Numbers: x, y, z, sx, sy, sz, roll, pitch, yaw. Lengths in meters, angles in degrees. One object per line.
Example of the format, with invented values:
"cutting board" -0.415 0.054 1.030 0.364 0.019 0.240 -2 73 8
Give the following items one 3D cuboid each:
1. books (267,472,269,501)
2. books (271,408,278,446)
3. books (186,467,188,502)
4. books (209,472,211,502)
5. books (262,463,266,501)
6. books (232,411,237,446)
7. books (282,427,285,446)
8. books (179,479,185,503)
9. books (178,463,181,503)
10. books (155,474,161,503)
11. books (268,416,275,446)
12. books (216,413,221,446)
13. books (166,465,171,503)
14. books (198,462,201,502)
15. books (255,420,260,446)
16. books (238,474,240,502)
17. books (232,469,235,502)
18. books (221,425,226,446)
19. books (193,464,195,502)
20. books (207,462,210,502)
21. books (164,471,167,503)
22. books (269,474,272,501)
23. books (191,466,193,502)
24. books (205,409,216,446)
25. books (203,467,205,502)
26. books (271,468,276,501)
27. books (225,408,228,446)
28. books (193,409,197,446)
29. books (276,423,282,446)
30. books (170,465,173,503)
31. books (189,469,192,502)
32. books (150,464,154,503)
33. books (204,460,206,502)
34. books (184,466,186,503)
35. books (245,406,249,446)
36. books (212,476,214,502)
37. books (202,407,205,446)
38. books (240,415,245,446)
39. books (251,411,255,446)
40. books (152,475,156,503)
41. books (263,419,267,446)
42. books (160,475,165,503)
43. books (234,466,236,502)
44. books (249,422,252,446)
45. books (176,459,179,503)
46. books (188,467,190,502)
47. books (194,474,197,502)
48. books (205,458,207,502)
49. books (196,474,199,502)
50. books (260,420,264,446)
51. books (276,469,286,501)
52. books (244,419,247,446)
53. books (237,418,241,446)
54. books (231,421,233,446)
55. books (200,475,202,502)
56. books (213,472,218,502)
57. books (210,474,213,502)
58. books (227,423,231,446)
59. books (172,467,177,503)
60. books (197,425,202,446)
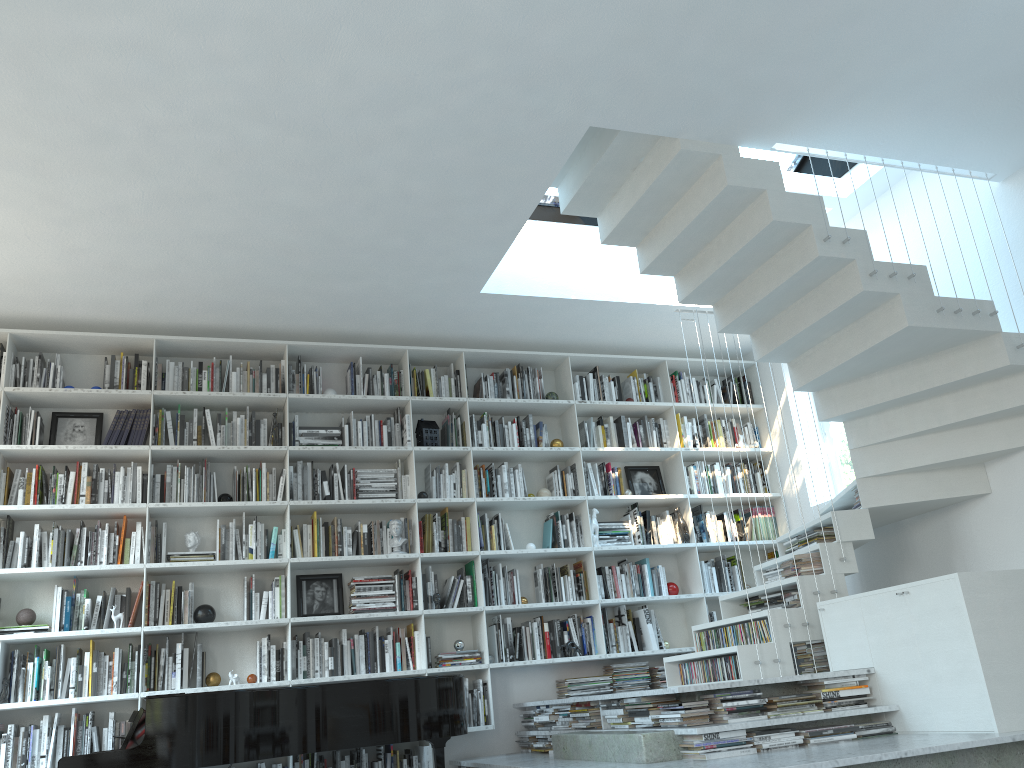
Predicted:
"books" -1.626 0.715 5.883 0.011 0.228 0.166 1 -21 -20
"books" -1.622 0.335 6.019 0.058 0.301 0.175 1 -21 -20
"books" -2.088 0.682 5.697 0.012 0.250 0.184 1 -21 -20
"books" -1.969 0.707 5.776 0.009 0.236 0.135 1 -21 -20
"books" -1.650 0.685 5.874 0.022 0.283 0.190 1 -21 -20
"books" -1.863 0.341 5.946 0.026 0.285 0.138 1 -21 -20
"books" -1.565 0.399 6.051 0.019 0.193 0.098 1 -21 -20
"books" -2.119 0.720 5.697 0.029 0.186 0.149 1 -21 -20
"books" -2.137 0.668 5.691 0.010 0.282 0.184 1 -21 -20
"books" -2.264 0.703 5.668 0.029 0.224 0.137 1 -21 -20
"books" -1.635 0.353 6.007 0.055 0.263 0.167 1 -21 -20
"books" -1.955 0.347 5.905 0.027 0.264 0.169 1 -21 -20
"books" -2.200 0.672 5.679 0.026 0.278 0.151 1 -21 -20
"books" -2.024 0.670 5.739 0.011 0.290 0.177 1 -21 -20
"books" -1.716 0.372 5.970 0.030 0.217 0.183 1 -21 -20
"books" -1.797 0.716 5.822 0.013 0.215 0.150 1 -21 -20
"books" -1.828 0.699 5.820 0.005 0.253 0.161 1 -21 -20
"books" -1.923 0.385 5.894 0.028 0.179 0.168 1 -21 -20
"books" -2.055 0.675 5.727 0.011 0.278 0.170 1 -21 -20
"books" -1.969 0.671 5.751 0.011 0.286 0.189 1 -21 -20
"books" -2.218 0.693 5.673 0.012 0.239 0.134 1 -21 -20
"books" -1.609 0.722 5.887 0.024 0.215 0.142 1 -21 -20
"books" -2.062 0.682 5.716 0.009 0.260 0.181 1 -21 -20
"books" -1.999 0.330 5.877 0.075 0.284 0.179 1 -21 -20
"books" -2.000 0.687 5.748 0.010 0.261 0.158 1 -21 -20
"books" -1.586 0.700 5.893 0.022 0.256 0.155 1 -21 -20
"books" -1.910 0.326 5.921 0.012 0.306 0.145 1 -21 -20
"books" -2.092 0.327 5.853 0.023 0.292 0.156 1 -21 -20
"books" -1.586 0.387 6.040 0.028 0.211 0.135 1 -21 -20
"books" -2.181 0.673 5.682 0.012 0.275 0.157 1 -21 -20
"books" -2.076 0.689 5.726 0.011 0.255 0.152 1 -21 -20
"books" -2.297 0.672 5.659 0.012 0.284 0.160 1 -21 -20
"books" -2.000 0.666 5.771 0.005 0.315 0.157 1 -21 -20
"books" -2.098 0.676 5.694 0.009 0.262 0.190 1 -21 -20
"books" -1.782 0.324 5.961 0.011 0.312 0.184 1 -21 -20
"books" -1.948 0.717 5.770 0.004 0.209 0.132 1 -21 -20
"books" -2.050 0.324 5.890 0.013 0.314 0.135 1 -21 -20
"books" -1.815 0.353 5.954 0.028 0.260 0.136 1 -21 -20
"books" -1.750 0.344 5.991 0.022 0.289 0.147 1 -21 -20
"books" -2.275 0.702 5.636 0.015 0.207 0.187 1 -21 -20
"books" -1.677 0.371 6.007 0.025 0.236 0.153 1 -21 -20
"books" -2.238 0.706 5.675 0.024 0.218 0.140 1 -21 -20
"books" -1.824 0.691 5.834 0.012 0.275 0.129 1 -21 -20
"books" -1.768 0.379 5.969 0.024 0.212 0.150 1 -21 -20
"books" -2.155 0.660 5.712 0.011 0.316 0.155 1 -21 -20
"books" -2.086 0.686 5.724 0.010 0.260 0.170 1 -21 -20
"books" -2.039 0.706 5.713 0.011 0.208 0.181 1 -21 -20
"books" -1.995 0.658 5.772 0.005 0.329 0.162 1 -21 -20
"books" -2.038 0.707 5.742 0.011 0.225 0.130 1 -21 -20
"books" -1.693 0.372 5.983 0.022 0.222 0.161 1 -21 -20
"books" -1.537 0.703 5.885 0.064 0.236 0.209 1 -21 -20
"books" -1.793 0.366 5.952 0.013 0.230 0.142 1 -21 -20
"books" -1.830 0.362 5.923 0.021 0.225 0.192 1 -21 -20
"books" -1.872 0.373 5.916 0.010 0.207 0.174 1 -21 -20
"books" -2.018 0.714 5.753 0.012 0.216 0.133 1 -21 -20
"books" -1.931 0.705 5.773 0.031 0.231 0.148 1 -21 -20
"books" -1.956 0.714 5.771 0.012 0.217 0.151 1 -21 -20
"books" -1.897 0.380 5.934 0.024 0.211 0.128 1 -21 -20
"books" -2.164 0.680 5.686 0.024 0.261 0.178 1 -21 -20
"books" -2.063 0.384 5.853 0.034 0.180 0.160 1 -21 -20
